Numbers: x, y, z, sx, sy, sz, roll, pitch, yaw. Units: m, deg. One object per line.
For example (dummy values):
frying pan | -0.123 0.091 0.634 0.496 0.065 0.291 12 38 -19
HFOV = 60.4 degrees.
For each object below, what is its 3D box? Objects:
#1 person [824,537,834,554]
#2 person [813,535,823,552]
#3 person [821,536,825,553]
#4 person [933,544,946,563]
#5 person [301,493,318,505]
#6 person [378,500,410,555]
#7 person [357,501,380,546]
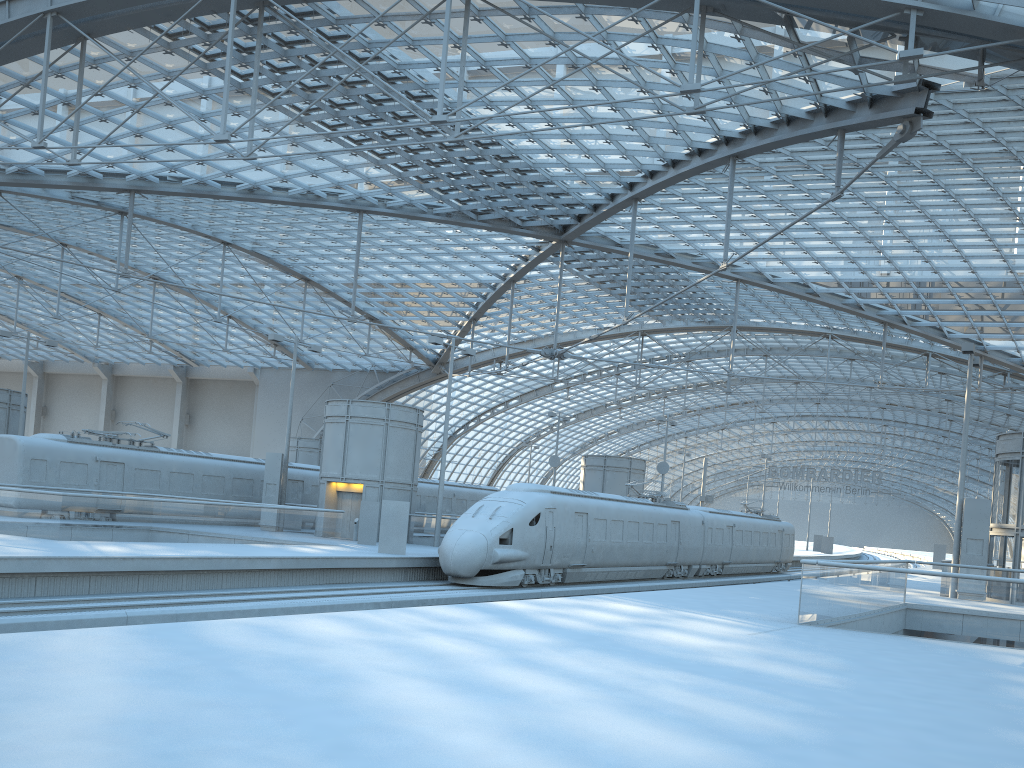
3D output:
person | 30.587 15.615 84.830 0.824 1.730 0.001 3 -1 31
person | 32.253 16.841 92.895 0.897 1.797 0.001 4 -1 26
person | 31.592 16.196 88.368 0.872 1.704 0.001 3 -1 31
person | 29.881 12.104 61.363 0.001 1.797 0.898 5 -2 -33
person | -9.261 5.891 40.140 0.826 1.730 0.001 4 -1 5
person | -3.665 4.495 27.412 0.874 1.704 0.001 4 -1 5
person | -5.166 5.040 31.697 0.709 1.610 0.001 4 -1 10
